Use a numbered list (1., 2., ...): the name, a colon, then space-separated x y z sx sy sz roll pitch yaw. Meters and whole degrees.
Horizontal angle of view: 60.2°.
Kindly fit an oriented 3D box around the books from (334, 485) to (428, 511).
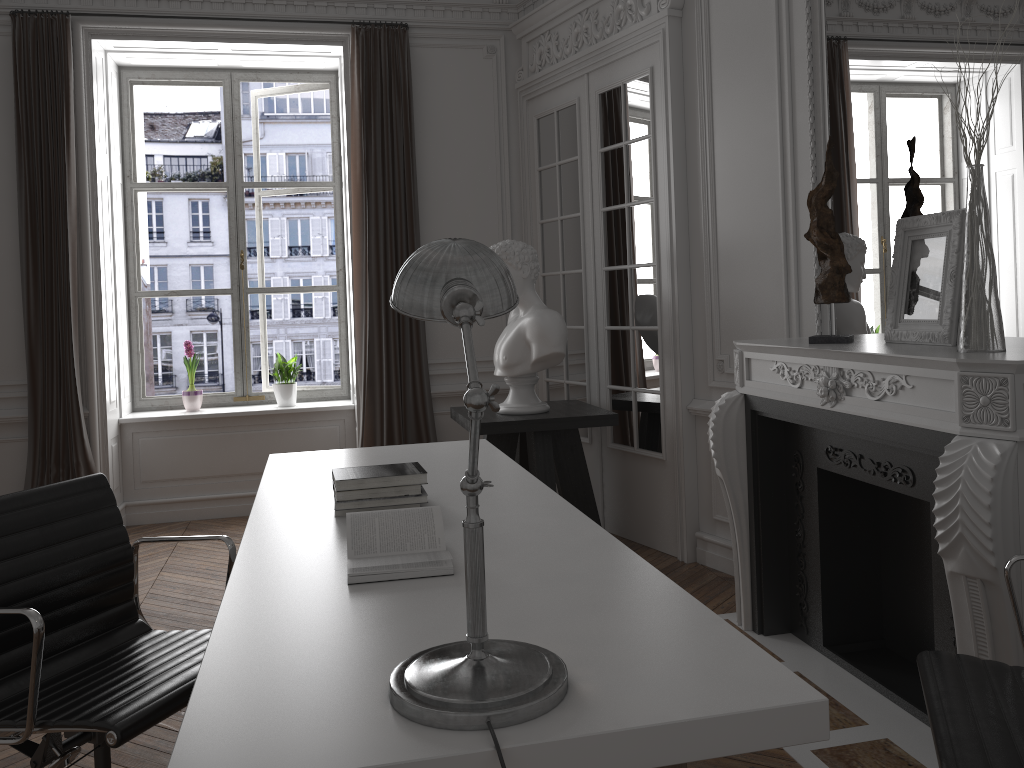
1. books: -0.386 0.325 2.579 0.259 0.022 0.212 -3 5 -12

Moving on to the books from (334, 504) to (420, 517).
1. books: -0.395 0.347 2.586 0.242 0.022 0.192 -3 5 -10

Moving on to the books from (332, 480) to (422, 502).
1. books: -0.397 0.300 2.580 0.240 0.028 0.191 -3 5 -14

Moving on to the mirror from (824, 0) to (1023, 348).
1. mirror: 1.379 -1.000 2.967 0.001 1.812 1.124 -2 2 -12

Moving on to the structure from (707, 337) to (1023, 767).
1. structure: 1.109 0.473 2.909 0.809 1.182 1.609 -3 4 -12

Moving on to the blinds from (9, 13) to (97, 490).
1. blinds: -2.666 -0.593 5.057 0.581 3.100 0.310 -2 1 -7

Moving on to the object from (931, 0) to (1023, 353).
1. object: 1.334 -0.612 2.449 0.295 1.053 0.290 -2 1 26

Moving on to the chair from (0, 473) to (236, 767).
1. chair: -0.906 0.717 2.019 0.667 0.923 0.695 -2 2 14

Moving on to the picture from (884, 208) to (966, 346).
1. picture: 1.370 -0.349 2.941 0.096 0.434 0.341 -2 2 -12

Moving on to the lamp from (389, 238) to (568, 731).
1. lamp: -0.081 0.105 1.415 0.269 0.698 0.489 -2 2 -12

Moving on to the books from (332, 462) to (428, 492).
1. books: -0.389 0.269 2.580 0.259 0.032 0.191 -3 5 -14

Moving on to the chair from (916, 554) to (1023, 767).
1. chair: 1.056 0.687 1.551 0.667 0.923 0.695 -2 2 11

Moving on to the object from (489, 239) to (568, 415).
1. object: 0.054 -0.311 4.712 0.393 0.923 0.634 -2 2 -12

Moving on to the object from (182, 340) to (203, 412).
1. object: -2.136 -0.056 5.894 0.129 0.476 0.129 -1 1 38

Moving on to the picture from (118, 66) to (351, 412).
1. picture: -1.000 -1.049 2.498 13.219 4.799 13.260 -4 5 -20

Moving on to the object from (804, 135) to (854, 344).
1. object: 1.151 -0.526 3.225 0.165 0.753 0.143 -2 1 30

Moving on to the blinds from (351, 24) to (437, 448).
1. blinds: -0.772 -0.698 5.440 0.778 3.099 0.342 -2 1 -18

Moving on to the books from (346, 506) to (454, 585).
1. books: -0.263 0.356 2.012 0.226 0.095 0.279 -3 5 -10

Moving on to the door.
1. door: 0.492 -0.511 5.101 0.086 2.734 1.565 -2 2 -28

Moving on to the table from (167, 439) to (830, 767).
1. table: -0.257 0.741 2.440 0.901 0.747 2.629 -3 5 -12

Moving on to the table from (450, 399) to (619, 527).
1. table: 0.114 0.516 4.779 0.768 0.749 0.769 -3 3 -12

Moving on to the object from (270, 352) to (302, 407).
1. object: -1.528 -0.036 5.989 0.215 0.369 0.284 -3 3 -34
